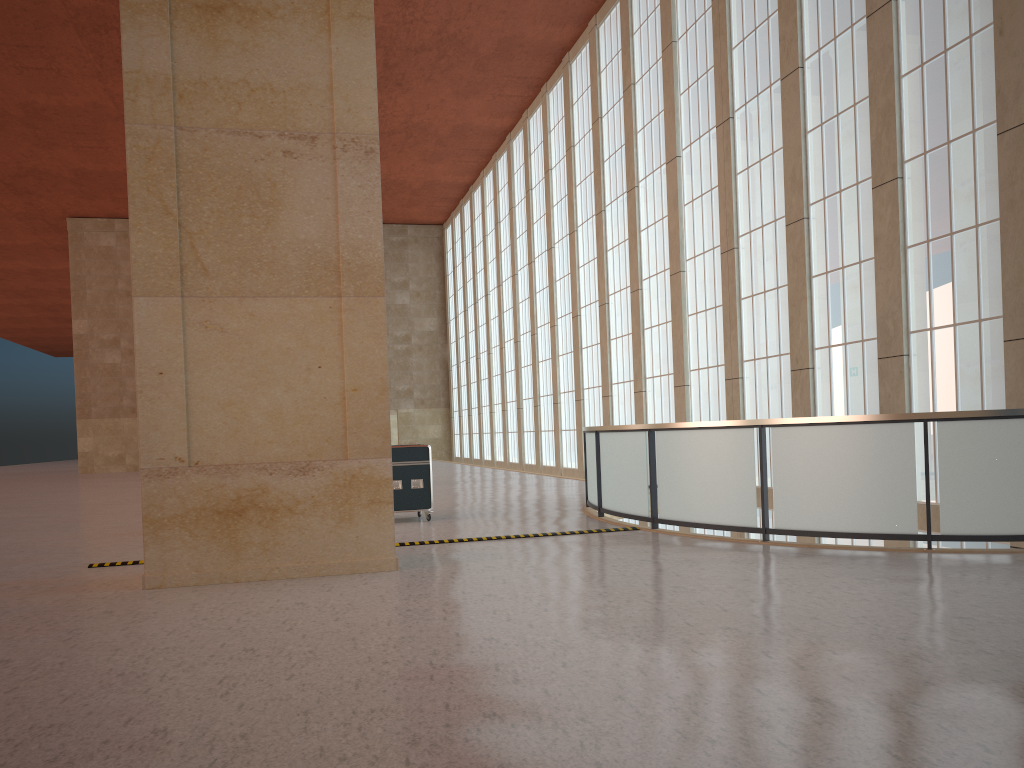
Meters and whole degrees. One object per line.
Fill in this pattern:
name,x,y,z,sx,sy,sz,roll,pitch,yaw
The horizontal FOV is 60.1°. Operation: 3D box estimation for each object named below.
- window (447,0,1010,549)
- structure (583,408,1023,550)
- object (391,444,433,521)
window,-8.088,3.278,80.532,0.010,28.642,165.130,-2,-3,-14
structure,4.437,1.557,16.146,5.240,1.795,13.101,-1,-3,-25
object,-2.232,2.021,18.110,1.055,1.542,1.274,-2,-1,-14
